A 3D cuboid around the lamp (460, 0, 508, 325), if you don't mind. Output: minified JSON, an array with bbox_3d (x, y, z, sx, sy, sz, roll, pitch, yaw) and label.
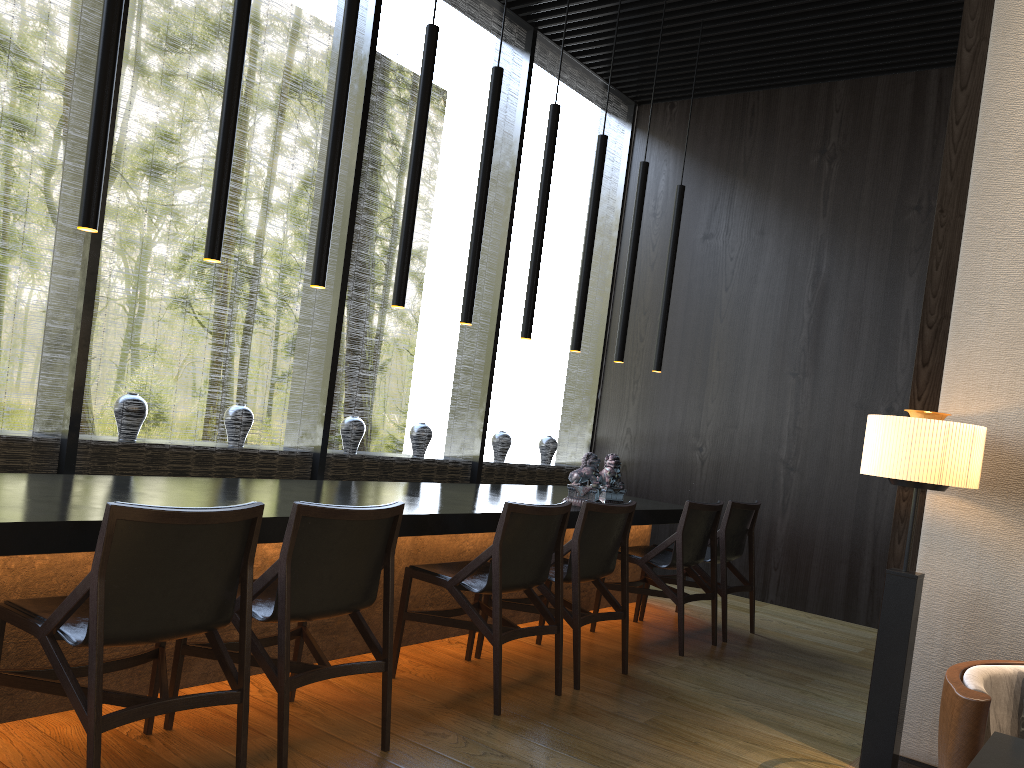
[{"bbox_3d":[-0.076,-1.497,4.353,0.060,2.423,0.060,8,2,32],"label":"lamp"}]

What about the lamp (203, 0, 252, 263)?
[{"bbox_3d":[-0.939,-1.648,3.194,0.060,2.423,0.060,8,2,32],"label":"lamp"}]

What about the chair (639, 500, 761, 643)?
[{"bbox_3d":[1.213,1.105,5.513,0.561,0.828,0.527,7,0,37],"label":"chair"}]

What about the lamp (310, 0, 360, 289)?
[{"bbox_3d":[-0.642,-1.596,3.593,0.060,2.423,0.060,8,2,32],"label":"lamp"}]

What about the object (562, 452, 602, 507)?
[{"bbox_3d":[0.421,0.539,5.032,0.207,0.310,0.162,7,1,17],"label":"object"}]

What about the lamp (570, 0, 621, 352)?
[{"bbox_3d":[0.524,-1.391,5.160,0.060,2.423,0.060,8,2,32],"label":"lamp"}]

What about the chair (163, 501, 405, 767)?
[{"bbox_3d":[-0.710,0.767,2.927,0.561,0.828,0.527,7,0,37],"label":"chair"}]

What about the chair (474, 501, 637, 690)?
[{"bbox_3d":[0.252,0.936,4.220,0.561,0.828,0.527,7,0,37],"label":"chair"}]

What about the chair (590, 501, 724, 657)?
[{"bbox_3d":[0.871,1.045,5.053,0.561,0.828,0.527,7,0,37],"label":"chair"}]

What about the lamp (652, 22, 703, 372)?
[{"bbox_3d":[1.135,-1.284,5.981,0.060,2.423,0.060,8,2,32],"label":"lamp"}]

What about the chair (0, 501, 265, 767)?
[{"bbox_3d":[-1.053,0.707,2.466,0.561,0.828,0.527,7,0,37],"label":"chair"}]

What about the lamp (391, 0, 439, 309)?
[{"bbox_3d":[-0.362,-1.547,3.969,0.060,2.423,0.060,8,2,32],"label":"lamp"}]

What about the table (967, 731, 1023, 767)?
[{"bbox_3d":[1.432,1.148,1.708,1.038,0.518,0.577,6,-1,37],"label":"table"}]

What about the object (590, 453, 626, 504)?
[{"bbox_3d":[0.574,0.564,5.230,0.164,0.313,0.208,7,0,-28],"label":"object"}]

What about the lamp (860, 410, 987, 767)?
[{"bbox_3d":[1.345,0.768,3.064,0.376,1.352,0.373,7,1,-23],"label":"lamp"}]

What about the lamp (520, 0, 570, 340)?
[{"bbox_3d":[0.227,-1.443,4.760,0.060,2.423,0.060,8,2,32],"label":"lamp"}]

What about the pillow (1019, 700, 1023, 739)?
[{"bbox_3d":[1.733,0.930,2.599,0.432,0.400,0.201,7,1,15],"label":"pillow"}]

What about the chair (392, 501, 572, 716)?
[{"bbox_3d":[-0.091,0.876,3.759,0.561,0.828,0.527,7,0,37],"label":"chair"}]

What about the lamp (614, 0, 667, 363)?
[{"bbox_3d":[0.827,-1.338,5.567,0.060,2.423,0.060,8,2,32],"label":"lamp"}]

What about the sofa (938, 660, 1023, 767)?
[{"bbox_3d":[1.914,1.146,2.325,1.444,0.694,0.605,6,-1,37],"label":"sofa"}]

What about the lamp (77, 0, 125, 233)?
[{"bbox_3d":[-1.214,-1.697,2.823,0.060,2.423,0.060,8,2,32],"label":"lamp"}]
